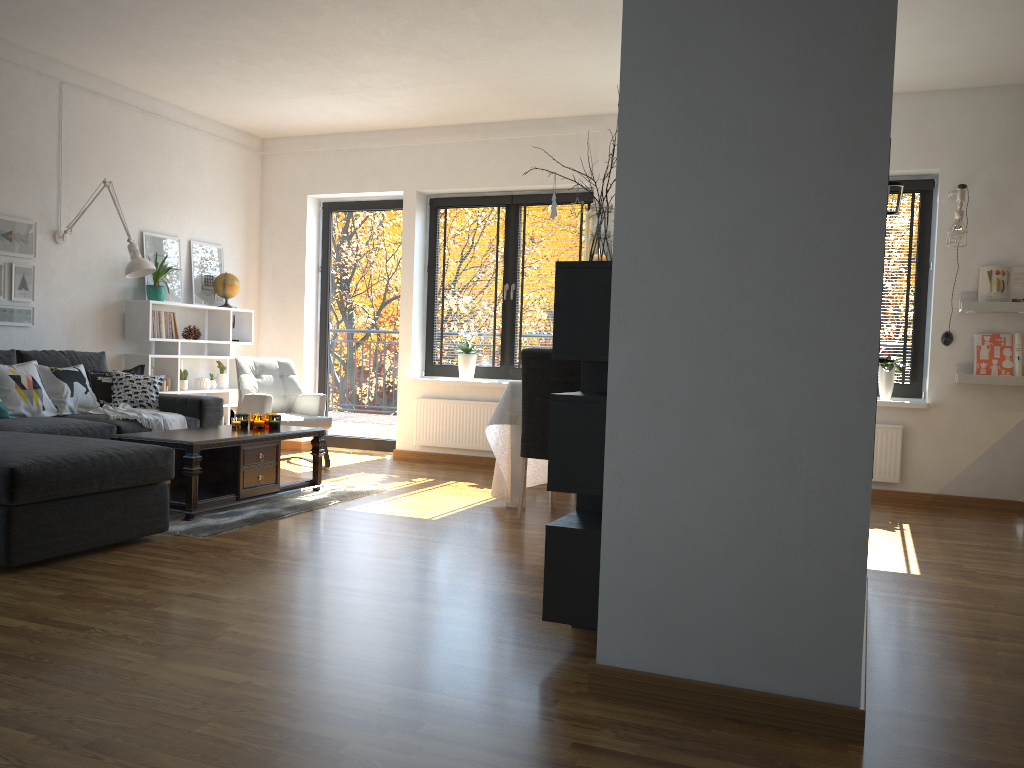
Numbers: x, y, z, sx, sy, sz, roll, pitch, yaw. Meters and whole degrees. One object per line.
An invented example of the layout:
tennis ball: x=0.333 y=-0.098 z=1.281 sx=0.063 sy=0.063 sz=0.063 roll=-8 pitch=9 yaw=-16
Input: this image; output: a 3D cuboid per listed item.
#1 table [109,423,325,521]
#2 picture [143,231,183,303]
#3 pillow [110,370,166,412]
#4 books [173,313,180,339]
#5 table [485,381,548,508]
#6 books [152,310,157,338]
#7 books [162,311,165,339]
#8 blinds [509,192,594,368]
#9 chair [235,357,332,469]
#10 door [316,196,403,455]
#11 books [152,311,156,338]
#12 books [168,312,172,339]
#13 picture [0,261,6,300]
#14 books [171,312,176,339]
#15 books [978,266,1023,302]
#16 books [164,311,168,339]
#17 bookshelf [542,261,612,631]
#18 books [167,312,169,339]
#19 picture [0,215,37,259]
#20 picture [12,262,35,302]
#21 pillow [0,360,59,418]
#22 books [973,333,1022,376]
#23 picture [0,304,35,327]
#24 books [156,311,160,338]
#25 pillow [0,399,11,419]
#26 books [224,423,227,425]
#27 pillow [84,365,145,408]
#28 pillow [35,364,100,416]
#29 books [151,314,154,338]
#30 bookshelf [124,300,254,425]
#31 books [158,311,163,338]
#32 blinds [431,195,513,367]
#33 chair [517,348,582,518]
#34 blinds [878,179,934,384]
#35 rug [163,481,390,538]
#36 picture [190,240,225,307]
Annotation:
table: x=-1.657 y=0.476 z=5.134 sx=0.570 sy=0.409 sz=1.179 roll=3 pitch=2 yaw=22
picture: x=-2.727 y=-0.898 z=6.928 sx=0.059 sy=0.533 sz=0.390 roll=3 pitch=3 yaw=22
pillow: x=-2.500 y=0.066 z=5.930 sx=0.358 sy=0.313 sz=0.169 roll=1 pitch=3 yaw=-27
books: x=-2.643 y=-0.451 z=6.865 sx=0.132 sy=0.204 sz=0.070 roll=3 pitch=3 yaw=23
table: x=0.886 y=0.390 z=5.475 sx=1.856 sy=0.763 sz=1.235 roll=3 pitch=2 yaw=23
books: x=-2.725 y=-0.448 z=6.662 sx=0.129 sy=0.209 sz=0.035 roll=3 pitch=3 yaw=22
books: x=-2.699 y=-0.449 z=6.735 sx=0.135 sy=0.208 sz=0.048 roll=3 pitch=3 yaw=22
blinds: x=0.321 y=-0.827 z=7.192 sx=0.710 sy=1.423 sz=0.049 roll=3 pitch=3 yaw=22
chair: x=-1.776 y=0.220 z=6.780 sx=0.545 sy=0.832 sz=0.684 roll=0 pitch=3 yaw=-43
door: x=-1.322 y=-0.521 z=7.907 sx=0.976 sy=2.276 sz=0.119 roll=3 pitch=3 yaw=22
books: x=-2.733 y=-0.445 z=6.648 sx=0.136 sy=0.210 sz=0.033 roll=3 pitch=3 yaw=23
books: x=-2.672 y=-0.450 z=6.802 sx=0.133 sy=0.208 sz=0.044 roll=3 pitch=3 yaw=22
picture: x=-3.291 y=-0.662 z=5.623 sx=0.021 sy=0.248 sz=0.166 roll=3 pitch=3 yaw=22
books: x=-2.659 y=-0.451 z=6.836 sx=0.128 sy=0.211 sz=0.061 roll=3 pitch=3 yaw=23
books: x=3.241 y=-0.621 z=5.772 sx=0.364 sy=0.299 sz=0.109 roll=3 pitch=3 yaw=22
books: x=-2.687 y=-0.449 z=6.760 sx=0.133 sy=0.209 sz=0.044 roll=3 pitch=3 yaw=22
bookshelf: x=0.442 y=0.226 z=3.202 sx=0.237 sy=1.201 sz=1.189 roll=3 pitch=2 yaw=22
books: x=-2.680 y=-0.447 z=6.782 sx=0.131 sy=0.204 sz=0.035 roll=3 pitch=3 yaw=22
picture: x=-3.239 y=-0.951 z=5.714 sx=0.021 sy=0.248 sz=0.390 roll=3 pitch=2 yaw=22
picture: x=-3.211 y=-0.665 z=5.821 sx=0.021 sy=0.248 sz=0.166 roll=3 pitch=3 yaw=22
pillow: x=-2.930 y=0.046 z=5.298 sx=0.285 sy=0.368 sz=0.436 roll=3 pitch=2 yaw=22
books: x=3.177 y=-0.170 z=5.804 sx=0.283 sy=0.331 sz=0.138 roll=3 pitch=3 yaw=20
picture: x=-3.345 y=-0.443 z=5.520 sx=0.021 sy=0.136 sz=0.837 roll=3 pitch=2 yaw=22
books: x=-2.718 y=-0.448 z=6.683 sx=0.136 sy=0.209 sz=0.044 roll=3 pitch=3 yaw=22
pillow: x=-3.058 y=0.037 z=4.971 sx=0.273 sy=0.340 sz=0.414 roll=3 pitch=2 yaw=21
books: x=-2.452 y=0.380 z=7.394 sx=0.183 sy=0.124 sz=0.013 roll=3 pitch=3 yaw=22
pillow: x=-2.688 y=0.043 z=5.945 sx=0.449 sy=0.358 sz=0.234 roll=0 pitch=3 yaw=-42
pillow: x=-2.794 y=0.037 z=5.614 sx=0.265 sy=0.318 sz=0.382 roll=3 pitch=2 yaw=22
books: x=-2.740 y=-0.447 z=6.626 sx=0.129 sy=0.205 sz=0.043 roll=3 pitch=3 yaw=22
bookshelf: x=-2.568 y=-0.030 z=7.134 sx=0.237 sy=1.201 sz=1.189 roll=3 pitch=2 yaw=22
books: x=-2.704 y=-0.449 z=6.706 sx=0.133 sy=0.210 sz=0.044 roll=3 pitch=3 yaw=23
blinds: x=-0.348 y=-0.860 z=7.462 sx=0.710 sy=1.423 sz=0.049 roll=3 pitch=3 yaw=22
chair: x=0.353 y=0.283 z=5.116 sx=0.461 sy=0.961 sz=0.544 roll=3 pitch=3 yaw=27
blinds: x=2.557 y=-0.720 z=6.290 sx=0.710 sy=1.423 sz=0.049 roll=3 pitch=3 yaw=22
rug: x=-1.619 y=0.681 z=5.219 sx=1.051 sy=0.034 sz=1.812 roll=3 pitch=2 yaw=21
picture: x=-2.535 y=-0.906 z=7.400 sx=0.059 sy=0.533 sz=0.390 roll=3 pitch=3 yaw=22
